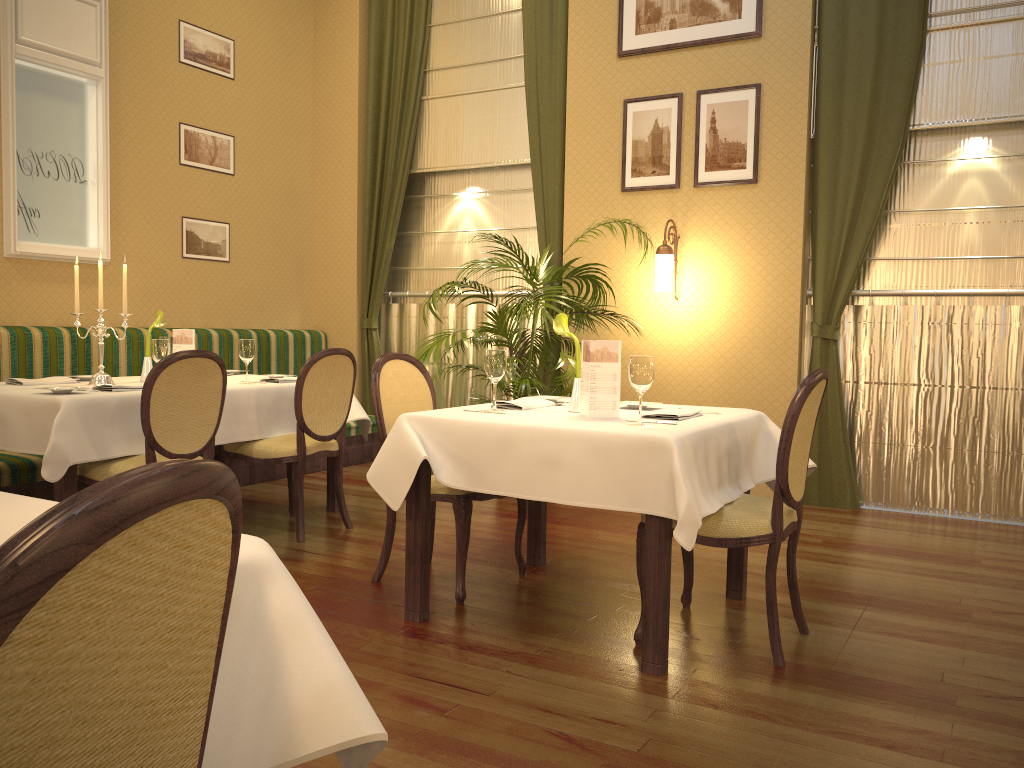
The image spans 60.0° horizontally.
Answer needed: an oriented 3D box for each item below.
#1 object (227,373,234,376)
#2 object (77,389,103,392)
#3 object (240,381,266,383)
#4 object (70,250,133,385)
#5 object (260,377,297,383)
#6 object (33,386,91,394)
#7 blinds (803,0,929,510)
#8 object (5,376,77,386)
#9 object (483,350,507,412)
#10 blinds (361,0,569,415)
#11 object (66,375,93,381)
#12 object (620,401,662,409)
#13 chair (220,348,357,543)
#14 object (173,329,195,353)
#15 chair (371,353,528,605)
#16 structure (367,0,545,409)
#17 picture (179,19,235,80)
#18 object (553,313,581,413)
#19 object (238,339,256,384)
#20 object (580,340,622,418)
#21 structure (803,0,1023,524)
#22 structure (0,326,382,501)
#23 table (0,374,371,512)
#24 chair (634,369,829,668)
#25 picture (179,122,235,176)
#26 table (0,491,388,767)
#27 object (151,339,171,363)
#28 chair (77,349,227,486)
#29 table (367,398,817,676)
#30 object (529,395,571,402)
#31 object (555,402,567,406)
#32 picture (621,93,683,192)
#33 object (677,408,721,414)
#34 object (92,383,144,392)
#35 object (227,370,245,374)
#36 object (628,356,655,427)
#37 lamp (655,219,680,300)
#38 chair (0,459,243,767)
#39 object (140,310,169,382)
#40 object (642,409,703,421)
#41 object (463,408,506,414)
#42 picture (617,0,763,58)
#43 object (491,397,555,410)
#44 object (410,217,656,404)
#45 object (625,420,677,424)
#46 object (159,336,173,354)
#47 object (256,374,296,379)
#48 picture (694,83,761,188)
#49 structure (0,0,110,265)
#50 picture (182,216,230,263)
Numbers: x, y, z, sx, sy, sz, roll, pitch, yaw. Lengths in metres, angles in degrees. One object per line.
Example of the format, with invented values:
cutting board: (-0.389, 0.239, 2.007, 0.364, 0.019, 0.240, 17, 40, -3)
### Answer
object: (-1.725, -0.059, 5.278, 0.181, 0.015, 0.038, 3, 4, 31)
object: (-1.862, 0.024, 3.899, 0.181, 0.015, 0.038, 3, 4, 31)
object: (-1.369, -0.013, 4.681, 0.185, 0.010, 0.017, 3, 4, 30)
object: (-1.987, -0.319, 4.285, 0.390, 0.655, 0.131, 4, 4, 35)
object: (-1.217, -0.023, 4.812, 0.142, 0.024, 0.273, 3, 4, 30)
object: (-1.897, 0.030, 3.740, 0.160, 0.024, 0.160, 3, 4, 30)
blinds: (2.636, -1.466, 5.011, 1.878, 4.537, 0.129, 3, 4, 30)
object: (-2.271, -0.014, 4.282, 0.142, 0.033, 0.273, 3, 4, 30)
object: (-0.064, -0.013, 3.338, 0.088, 0.229, 0.088, 0, 4, -12)
blinds: (-0.402, -1.634, 6.757, 1.934, 4.537, 0.225, 3, 4, 29)
object: (-2.195, -0.029, 4.587, 0.160, 0.024, 0.160, 3, 4, 30)
object: (0.502, 0.088, 3.550, 0.160, 0.024, 0.160, 3, 4, 30)
chair: (-1.126, 0.284, 4.580, 0.571, 0.955, 0.530, 3, 4, 30)
object: (-1.723, -0.147, 4.608, 0.081, 0.277, 0.166, -2, 5, -44)
chair: (-0.279, 0.353, 3.735, 0.571, 0.955, 0.530, 3, 4, 30)
structure: (-0.347, -1.626, 6.858, 1.942, 4.511, 0.123, 3, 4, 30)
picture: (-2.196, -2.404, 6.398, 0.008, 0.294, 0.504, 3, 4, 30)
object: (0.227, -0.084, 3.383, 0.076, 0.375, 0.163, -2, 5, -38)
object: (-1.363, -0.114, 4.559, 0.088, 0.229, 0.088, 0, 4, -12)
object: (0.297, -0.019, 3.178, 0.166, 0.277, 0.081, 4, 4, 36)
structure: (2.688, -1.459, 5.118, 1.900, 4.511, 0.134, 3, 4, 30)
structure: (-4.965, 0.397, 1.016, 0.850, 1.031, 14.516, 3, 4, 30)
table: (-1.768, 0.367, 4.588, 1.385, 0.759, 2.152, 3, 4, 30)
chair: (0.773, 0.414, 3.076, 0.571, 0.955, 0.530, 3, 4, 30)
picture: (-2.210, -1.701, 6.442, 0.008, 0.294, 0.504, 3, 4, 30)
table: (-1.014, 0.601, 1.050, 1.389, 0.759, 1.395, 3, 4, 31)
object: (-1.657, -0.097, 4.184, 0.088, 0.229, 0.088, 0, 4, -12)
chair: (-1.573, 0.320, 3.867, 0.571, 0.955, 0.530, 3, 4, 30)
table: (0.327, 0.482, 3.388, 1.389, 0.759, 1.395, 3, 4, 31)
object: (0.154, 0.068, 3.765, 0.160, 0.024, 0.160, 3, 4, 30)
object: (0.142, 0.079, 3.653, 0.181, 0.015, 0.038, 3, 4, 31)
picture: (0.929, -1.606, 5.918, 0.412, 0.619, 0.022, 3, 4, 30)
object: (0.719, 0.104, 3.415, 0.181, 0.015, 0.038, 3, 4, 31)
object: (-1.734, 0.013, 4.015, 0.142, 0.033, 0.273, 3, 4, 30)
object: (-1.713, -0.069, 5.390, 0.160, 0.024, 0.160, 3, 4, 30)
object: (0.423, 0.023, 2.910, 0.088, 0.229, 0.088, 0, 4, -12)
lamp: (1.004, -0.807, 5.739, 0.114, 0.513, 0.323, 2, 4, 19)
chair: (-0.552, 0.532, 0.764, 0.571, 0.955, 0.530, 2, 4, 10)
object: (-1.861, -0.200, 4.601, 0.076, 0.375, 0.163, 2, 4, 17)
object: (0.587, 0.110, 3.237, 0.142, 0.024, 0.273, 3, 4, 30)
object: (-0.101, 0.100, 3.268, 0.185, 0.010, 0.017, 3, 4, 31)
picture: (1.144, -2.717, 5.735, 0.966, 1.057, 0.027, 3, 4, 30)
object: (0.046, 0.078, 3.516, 0.142, 0.033, 0.273, 3, 4, 30)
object: (0.152, -0.182, 5.728, 1.496, 1.807, 1.552, 2, 4, 10)
object: (0.470, 0.127, 3.008, 0.185, 0.010, 0.017, 3, 4, 30)
object: (-1.931, -0.151, 4.963, 0.088, 0.229, 0.088, 0, 4, -12)
object: (-1.328, -0.037, 4.996, 0.160, 0.024, 0.160, 3, 4, 30)
picture: (1.371, -1.582, 5.666, 0.412, 0.619, 0.022, 3, 4, 30)
structure: (-2.796, -2.250, 5.399, 0.200, 2.985, 0.670, 3, 4, 30)
picture: (-2.229, -1.050, 6.470, 0.008, 0.294, 0.437, 3, 4, 30)
